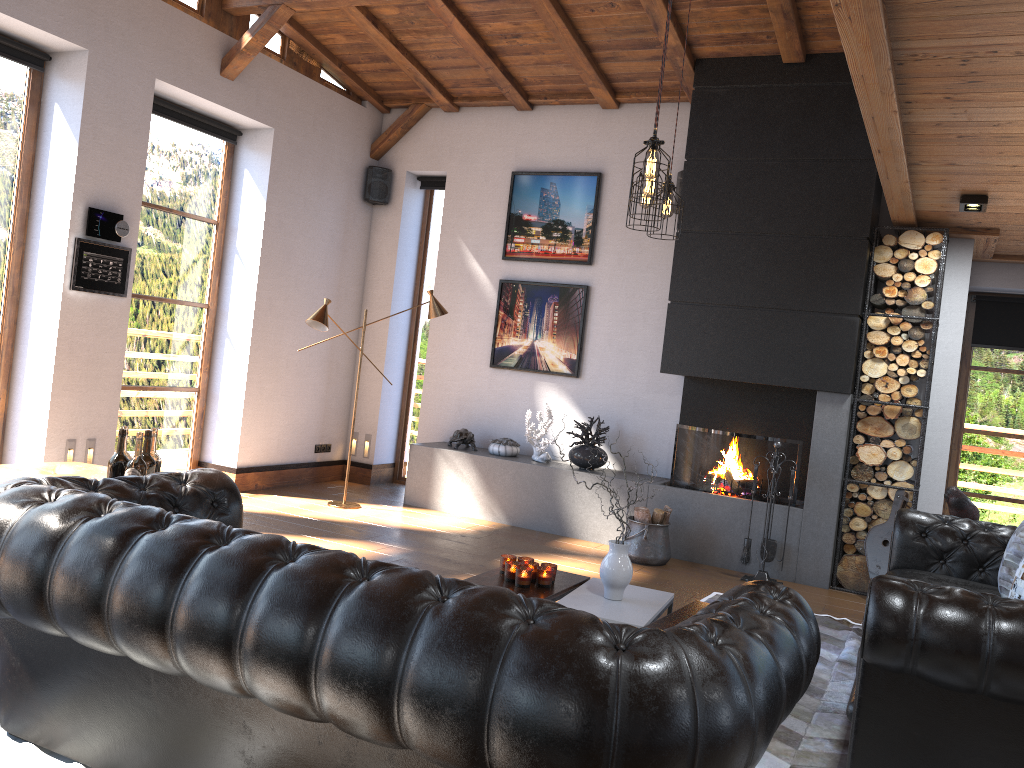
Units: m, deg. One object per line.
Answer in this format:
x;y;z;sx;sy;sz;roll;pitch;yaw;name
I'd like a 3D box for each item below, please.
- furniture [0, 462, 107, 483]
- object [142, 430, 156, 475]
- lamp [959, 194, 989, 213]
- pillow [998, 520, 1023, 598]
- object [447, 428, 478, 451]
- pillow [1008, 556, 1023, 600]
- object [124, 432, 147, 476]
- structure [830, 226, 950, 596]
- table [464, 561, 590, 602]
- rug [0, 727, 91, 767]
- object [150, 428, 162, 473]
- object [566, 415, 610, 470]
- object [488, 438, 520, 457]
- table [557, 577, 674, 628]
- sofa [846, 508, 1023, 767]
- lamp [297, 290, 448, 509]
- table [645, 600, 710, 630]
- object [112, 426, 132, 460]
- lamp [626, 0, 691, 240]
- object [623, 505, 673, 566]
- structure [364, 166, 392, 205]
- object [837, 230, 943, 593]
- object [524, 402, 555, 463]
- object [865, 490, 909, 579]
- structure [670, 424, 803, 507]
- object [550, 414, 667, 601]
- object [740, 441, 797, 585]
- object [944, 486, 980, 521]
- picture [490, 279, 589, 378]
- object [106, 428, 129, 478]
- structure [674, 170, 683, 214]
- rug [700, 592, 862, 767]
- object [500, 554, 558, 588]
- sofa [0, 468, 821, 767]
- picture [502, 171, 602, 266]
-2.838;0.702;4.532;1.165;0.436;2.784;7;1;26;furniture
-1.553;0.337;3.748;0.087;0.286;0.088;7;1;3;object
2.873;-1.129;5.517;0.154;0.068;0.263;7;1;26;lamp
2.466;0.805;4.181;0.280;0.469;0.533;7;1;29;pillow
-0.429;0.491;7.926;0.228;0.183;0.402;6;1;-20;object
2.165;0.785;3.564;0.280;0.469;0.533;7;1;29;pillow
-1.547;0.340;3.649;0.087;0.286;0.087;7;1;3;object
2.760;0.203;6.459;0.497;2.616;0.516;7;1;26;structure
0.040;1.080;4.093;0.397;0.350;0.656;7;1;26;table
-1.795;1.033;3.805;3.775;0.053;2.454;7;2;26;rug
-1.565;0.333;3.845;0.087;0.286;0.088;7;1;36;object
0.649;0.485;7.416;0.337;0.455;0.338;6;1;-39;object
-0.069;0.548;7.776;0.278;0.160;0.261;7;1;28;object
0.441;1.129;3.931;0.397;0.350;0.655;7;1;21;table
2.173;1.094;3.766;1.229;0.838;2.588;7;1;25;sofa
-1.255;0.084;7.355;1.337;1.898;0.521;6;1;-43;lamp
0.830;1.179;3.706;0.396;0.350;0.657;7;1;31;table
-1.666;0.323;3.784;0.087;0.286;0.088;7;1;38;object
0.820;-1.902;4.547;0.260;2.201;0.808;7;1;17;lamp
1.005;1.107;6.576;0.388;0.431;0.380;6;1;-38;object
-1.311;-1.937;8.664;0.212;0.349;0.215;7;1;26;structure
2.757;0.209;6.470;0.489;2.611;0.470;7;1;25;object
0.235;0.407;7.540;0.260;0.532;0.426;6;1;-5;object
2.601;1.118;6.146;0.267;0.795;0.264;7;1;9;object
1.686;0.625;6.797;0.974;0.514;0.185;7;1;25;structure
0.459;0.549;3.920;0.402;0.808;0.626;7;1;37;object
1.832;0.908;6.299;0.310;1.017;0.305;6;1;-19;object
2.674;0.772;5.263;0.250;0.319;0.148;6;1;-24;object
0.235;-0.507;7.961;0.872;0.816;0.036;7;1;25;picture
-1.637;0.328;3.696;0.088;0.286;0.086;6;1;-25;object
1.449;-1.588;7.353;0.212;0.349;0.215;7;1;26;structure
1.477;1.416;3.483;2.410;0.053;4.081;7;2;27;rug
0.073;0.866;4.108;0.249;0.081;0.299;6;1;-26;object
-0.488;0.816;2.645;2.544;0.838;1.250;7;1;25;sofa
0.348;-1.495;7.953;0.872;0.816;0.036;7;1;25;picture
